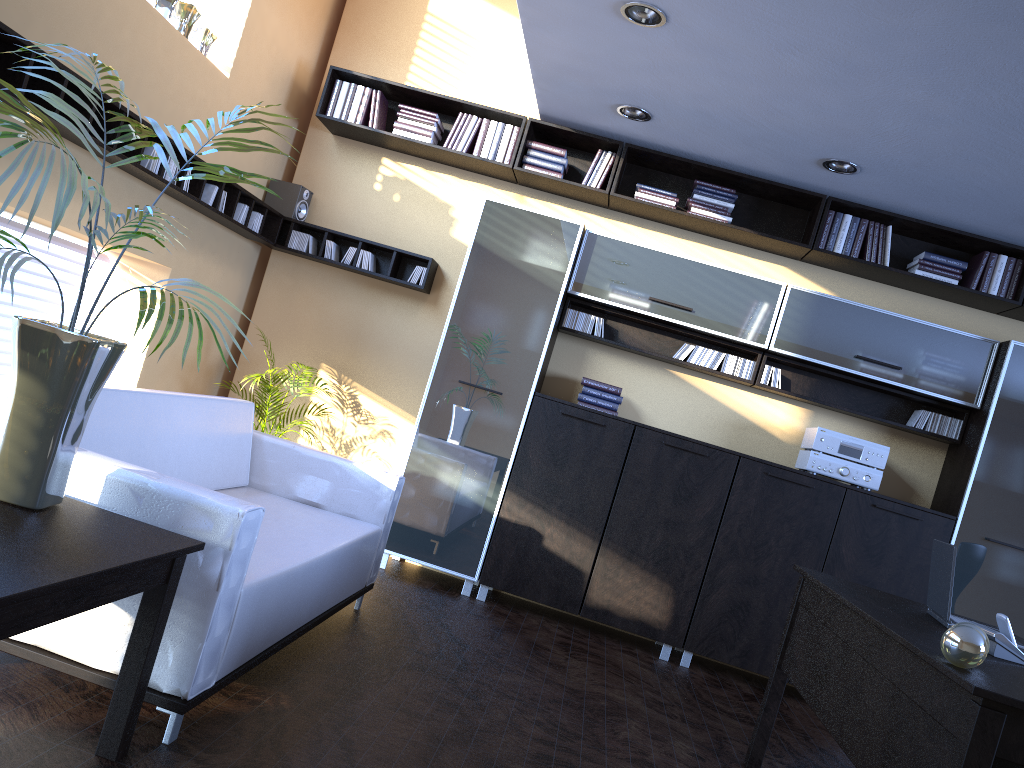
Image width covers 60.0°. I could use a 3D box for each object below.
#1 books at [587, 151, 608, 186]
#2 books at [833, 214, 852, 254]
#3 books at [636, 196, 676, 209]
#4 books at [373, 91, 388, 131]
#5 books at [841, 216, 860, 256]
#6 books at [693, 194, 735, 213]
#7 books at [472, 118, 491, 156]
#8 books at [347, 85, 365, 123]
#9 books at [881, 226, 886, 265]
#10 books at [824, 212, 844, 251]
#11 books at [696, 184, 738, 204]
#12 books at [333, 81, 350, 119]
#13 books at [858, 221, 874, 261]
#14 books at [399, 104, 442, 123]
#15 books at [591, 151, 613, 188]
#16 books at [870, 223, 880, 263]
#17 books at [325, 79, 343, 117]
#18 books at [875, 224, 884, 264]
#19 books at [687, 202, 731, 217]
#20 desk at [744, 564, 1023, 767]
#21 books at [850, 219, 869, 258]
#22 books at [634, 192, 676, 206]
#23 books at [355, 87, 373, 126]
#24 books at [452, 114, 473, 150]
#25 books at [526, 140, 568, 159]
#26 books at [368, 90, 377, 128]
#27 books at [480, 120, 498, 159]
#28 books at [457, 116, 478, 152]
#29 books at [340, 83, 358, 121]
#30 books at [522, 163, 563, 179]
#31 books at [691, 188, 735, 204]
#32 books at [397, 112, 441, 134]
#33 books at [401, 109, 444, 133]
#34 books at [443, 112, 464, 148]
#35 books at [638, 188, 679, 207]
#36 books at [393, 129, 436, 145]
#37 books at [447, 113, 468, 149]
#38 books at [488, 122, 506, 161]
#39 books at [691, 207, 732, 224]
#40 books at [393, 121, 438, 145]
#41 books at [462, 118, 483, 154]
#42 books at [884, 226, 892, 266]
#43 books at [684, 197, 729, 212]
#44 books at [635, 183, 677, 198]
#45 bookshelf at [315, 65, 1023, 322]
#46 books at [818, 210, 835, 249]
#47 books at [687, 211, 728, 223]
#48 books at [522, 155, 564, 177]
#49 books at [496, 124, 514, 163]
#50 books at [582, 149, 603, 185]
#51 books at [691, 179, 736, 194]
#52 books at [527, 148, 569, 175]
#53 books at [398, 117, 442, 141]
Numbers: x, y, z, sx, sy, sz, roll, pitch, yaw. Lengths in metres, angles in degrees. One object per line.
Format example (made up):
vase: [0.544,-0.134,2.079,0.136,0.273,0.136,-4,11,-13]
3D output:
books: [0.544,-1.348,5.695,0.075,0.259,0.208,17,-1,6]
books: [2.034,-0.906,5.522,0.050,0.258,0.208,17,-1,7]
books: [0.908,-1.121,5.633,0.258,0.028,0.208,17,-1,7]
books: [-0.868,-1.767,5.844,0.075,0.259,0.207,17,-1,6]
books: [2.084,-0.891,5.523,0.050,0.258,0.208,17,-1,7]
books: [1.267,-1.134,5.617,0.258,0.028,0.208,17,-1,6]
books: [-0.189,-1.565,5.770,0.050,0.258,0.208,17,-1,7]
books: [-1.007,-1.808,5.861,0.050,0.258,0.208,17,-1,7]
books: [2.277,-0.833,5.508,0.072,0.258,0.208,17,-1,7]
books: [1.985,-0.920,5.533,0.050,0.258,0.208,17,-1,7]
books: [1.283,-1.189,5.603,0.258,0.028,0.208,17,-1,6]
books: [-1.106,-1.837,5.875,0.050,0.258,0.207,17,-1,6]
books: [2.195,-0.858,5.507,0.075,0.259,0.208,17,-1,7]
books: [-0.599,-1.762,5.825,0.258,0.028,0.208,17,-1,6]
books: [0.573,-1.340,5.678,0.075,0.259,0.207,17,-1,6]
books: [2.225,-0.849,5.503,0.075,0.259,0.208,17,-1,7]
books: [-1.156,-1.852,5.877,0.050,0.258,0.208,17,-1,6]
books: [2.255,-0.838,5.495,0.072,0.258,0.208,17,-1,7]
books: [1.241,-1.082,5.612,0.258,0.028,0.208,17,-1,6]
desk: [1.443,1.288,2.884,0.913,0.890,1.897,17,-1,6]
books: [2.134,-0.876,5.515,0.050,0.258,0.208,17,-1,7]
books: [0.906,-1.152,5.636,0.258,0.028,0.208,17,-1,7]
books: [-0.958,-1.793,5.856,0.050,0.258,0.208,17,-1,6]
books: [-0.311,-1.602,5.777,0.075,0.259,0.208,17,-1,7]
books: [0.226,-1.493,5.725,0.258,0.050,0.208,17,-1,6]
books: [-0.897,-1.776,5.852,0.075,0.259,0.207,17,-1,6]
books: [-0.139,-1.551,5.765,0.050,0.258,0.208,17,-1,6]
books: [-0.281,-1.593,5.775,0.075,0.259,0.208,17,-1,6]
books: [-1.057,-1.823,5.859,0.050,0.258,0.207,17,-1,6]
books: [0.200,-1.340,5.722,0.258,0.050,0.208,17,-1,6]
books: [1.264,-1.165,5.607,0.258,0.028,0.208,17,-1,6]
books: [-0.608,-1.706,5.810,0.258,0.028,0.208,17,-1,7]
books: [-0.587,-1.729,5.824,0.258,0.028,0.208,17,-1,6]
books: [-0.371,-1.619,5.791,0.075,0.259,0.208,17,-1,6]
books: [0.926,-1.175,5.641,0.258,0.028,0.208,17,-1,6]
books: [-0.635,-1.588,5.813,0.258,0.050,0.208,17,-1,7]
books: [-0.341,-1.611,5.781,0.075,0.259,0.208,17,-1,6]
books: [-0.090,-1.536,5.751,0.050,0.258,0.208,17,-1,7]
books: [1.252,-1.049,5.612,0.258,0.028,0.208,17,-1,7]
books: [-0.630,-1.640,5.819,0.258,0.050,0.208,17,-1,6]
books: [-0.249,-1.583,5.786,0.075,0.259,0.208,17,-1,6]
books: [2.297,-0.828,5.481,0.072,0.258,0.208,17,-1,6]
books: [1.231,-1.114,5.628,0.258,0.028,0.208,17,-1,5]
books: [0.915,-1.208,5.650,0.258,0.028,0.208,17,-1,5]
bookshelf: [1.238,-1.161,5.627,5.120,0.340,0.362,17,-1,6]
books: [1.936,-0.935,5.539,0.050,0.258,0.208,17,-1,7]
books: [1.223,-1.028,5.605,0.258,0.028,0.208,17,-1,6]
books: [0.204,-1.393,5.718,0.258,0.050,0.208,17,-1,6]
books: [-0.041,-1.522,5.746,0.050,0.258,0.208,17,-1,6]
books: [0.513,-1.357,5.695,0.075,0.259,0.208,17,-1,6]
books: [1.271,-1.222,5.608,0.258,0.028,0.208,17,-1,6]
books: [0.232,-1.438,5.727,0.258,0.050,0.208,17,-1,6]
books: [-0.604,-1.675,5.828,0.258,0.028,0.208,17,-1,6]
